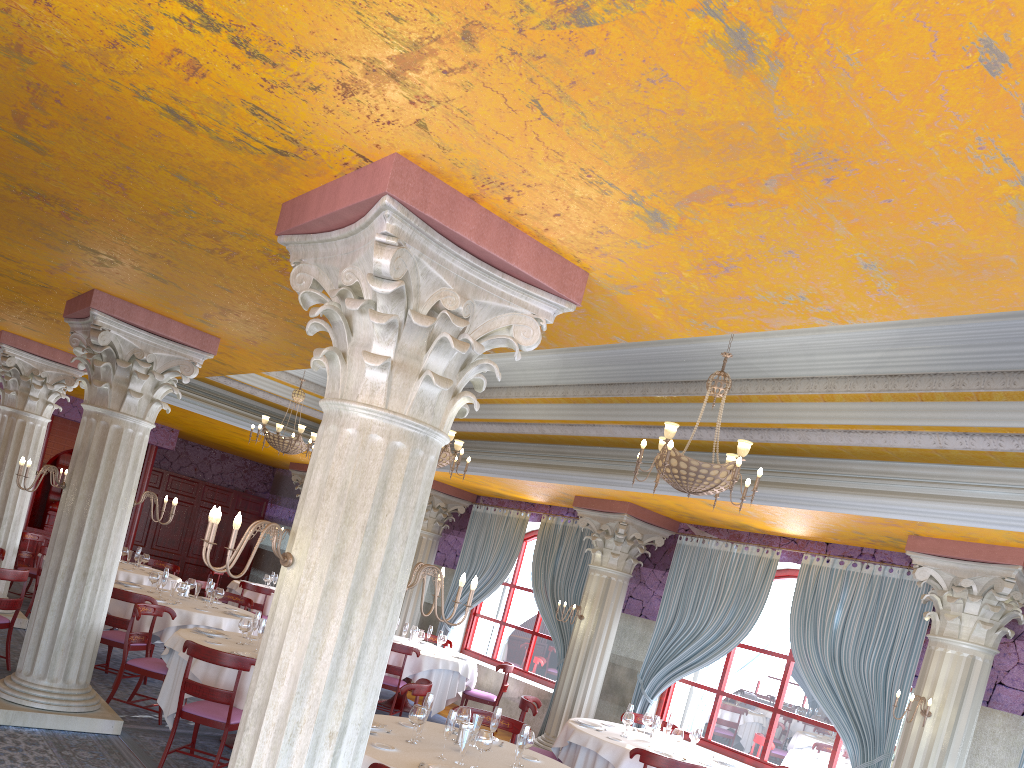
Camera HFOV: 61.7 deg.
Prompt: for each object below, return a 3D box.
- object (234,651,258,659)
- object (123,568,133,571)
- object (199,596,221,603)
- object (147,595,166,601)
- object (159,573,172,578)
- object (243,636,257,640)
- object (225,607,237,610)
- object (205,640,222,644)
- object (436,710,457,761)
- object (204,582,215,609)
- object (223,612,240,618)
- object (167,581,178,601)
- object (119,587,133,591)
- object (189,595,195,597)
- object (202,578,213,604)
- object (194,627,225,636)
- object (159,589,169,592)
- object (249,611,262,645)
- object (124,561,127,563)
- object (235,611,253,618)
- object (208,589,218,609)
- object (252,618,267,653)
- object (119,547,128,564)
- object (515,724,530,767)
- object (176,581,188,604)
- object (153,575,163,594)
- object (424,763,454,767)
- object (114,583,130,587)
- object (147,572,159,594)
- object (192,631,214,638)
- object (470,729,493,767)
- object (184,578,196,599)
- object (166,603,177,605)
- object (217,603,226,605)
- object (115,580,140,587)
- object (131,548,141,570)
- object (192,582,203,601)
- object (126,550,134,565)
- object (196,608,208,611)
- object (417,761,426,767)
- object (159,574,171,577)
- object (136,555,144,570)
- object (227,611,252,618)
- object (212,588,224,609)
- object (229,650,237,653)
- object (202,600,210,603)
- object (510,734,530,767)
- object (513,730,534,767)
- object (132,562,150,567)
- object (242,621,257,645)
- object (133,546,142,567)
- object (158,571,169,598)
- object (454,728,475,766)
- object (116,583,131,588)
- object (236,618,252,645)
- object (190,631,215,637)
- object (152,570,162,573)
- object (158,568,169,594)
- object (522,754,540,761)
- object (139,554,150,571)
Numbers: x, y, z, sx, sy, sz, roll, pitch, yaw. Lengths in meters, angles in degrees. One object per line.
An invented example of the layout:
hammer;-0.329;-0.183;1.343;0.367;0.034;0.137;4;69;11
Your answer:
object;-2.359;2.463;7.733;0.327;0.024;0.307;25;-16;-37
object;-5.789;2.798;12.900;0.165;0.009;0.156;25;-16;-37
object;-4.094;2.932;11.612;0.316;0.024;0.318;17;-13;-8
object;-4.233;2.529;10.086;0.327;0.024;0.307;25;-16;-37
object;-5.473;3.031;13.545;0.254;0.019;0.056;13;-12;10
object;-2.758;2.667;8.993;0.162;0.009;0.159;19;-14;-17
object;-3.709;2.968;11.304;0.158;0.009;0.163;14;-13;2
object;-2.805;2.426;8.039;0.162;0.009;0.159;19;-14;-17
object;-0.428;2.322;5.669;0.071;0.335;0.076;16;1;43
object;-3.781;2.637;10.699;0.074;0.335;0.073;15;1;-2
object;-3.466;2.863;10.603;0.230;0.013;0.028;14;-10;5
object;-4.156;2.537;10.486;0.087;0.237;0.084;15;0;-13
object;-4.679;2.492;10.391;0.157;0.009;0.164;12;-13;12
object;-4.299;2.876;11.597;0.054;0.019;0.266;12;-13;13
object;-3.981;2.704;11.201;0.072;0.335;0.075;15;1;21
object;-3.027;2.485;8.563;0.327;0.024;0.307;25;-16;-37
object;-4.632;2.733;11.346;0.165;0.009;0.156;25;-16;-37
object;-2.593;2.459;8.638;0.074;0.335;0.073;15;1;-2
object;-6.332;2.947;14.147;0.054;0.019;0.266;12;-13;13
object;-3.441;2.959;10.994;0.254;0.019;0.056;13;-12;10
object;-3.789;2.716;10.829;0.087;0.237;0.084;15;0;-13
object;-2.394;2.391;8.136;0.074;0.335;0.073;15;1;-2
object;-6.256;2.755;13.784;0.118;0.263;0.127;14;-1;43
object;0.059;2.502;5.879;0.071;0.335;0.076;16;1;43
object;-4.043;2.546;10.458;0.118;0.263;0.127;14;-1;43
object;-4.484;2.540;10.863;0.088;0.237;0.083;15;0;-35
object;-0.393;2.394;5.266;0.320;0.024;0.314;19;-14;-17
object;-4.888;2.506;10.704;0.254;0.019;0.056;13;-12;10
object;-4.509;2.492;10.749;0.120;0.263;0.125;14;-1;21
object;-3.015;2.458;8.390;0.252;0.003;0.023;14;-13;4
object;-0.202;2.412;5.638;0.126;0.263;0.119;15;-1;-24
object;-4.224;2.684;11.233;0.126;0.263;0.119;15;-1;-24
object;-4.029;2.589;10.102;0.054;0.019;0.266;12;-13;13
object;-3.921;2.974;11.574;0.027;0.013;0.240;13;-13;9
object;-4.901;2.550;10.915;0.306;0.024;0.328;7;-15;31
object;-5.814;2.708;13.249;0.074;0.335;0.073;15;1;-2
object;-4.118;2.719;11.206;0.088;0.237;0.083;15;0;-35
object;-6.150;2.790;13.756;0.088;0.237;0.083;15;0;-35
object;-3.756;2.727;10.350;0.158;0.009;0.163;14;-13;2
object;-0.569;2.363;5.304;0.027;0.013;0.240;13;-13;9
object;-5.458;2.982;13.334;0.327;0.024;0.307;25;-16;-37
object;-5.822;2.787;13.380;0.087;0.237;0.084;15;0;-13
object;-3.426;2.910;10.783;0.327;0.024;0.307;25;-16;-37
object;-3.758;2.738;10.942;0.120;0.263;0.125;14;-1;21
object;-2.535;2.432;7.772;0.027;0.013;0.240;13;-13;9
object;-4.082;2.894;11.412;0.137;0.011;0.030;13;-12;8
object;0.051;2.581;6.009;0.087;0.237;0.084;15;0;-13
object;0.082;2.603;6.122;0.118;0.263;0.127;14;-1;43
object;-6.126;3.003;14.163;0.306;0.024;0.328;7;-15;31
object;-2.610;2.474;8.511;0.088;0.237;0.083;15;0;-35
object;-6.013;2.775;13.751;0.074;0.335;0.073;15;1;-2
object;-4.268;2.457;10.489;0.071;0.335;0.076;16;1;43
object;-0.316;2.402;5.666;0.088;0.237;0.083;15;0;-35
object;-4.889;2.524;10.743;0.252;0.003;0.023;14;-13;4
object;-2.634;2.427;8.397;0.126;0.263;0.119;15;-1;-24
object;-3.014;2.440;8.351;0.254;0.019;0.056;13;-12;10
object;-5.742;3.039;13.855;0.165;0.009;0.156;25;-16;-37
object;-4.467;2.524;10.991;0.074;0.335;0.073;15;1;-2
object;0.131;2.833;6.484;0.165;0.009;0.156;25;-16;-37
object;-5.790;2.809;13.493;0.118;0.263;0.127;14;-1;43
